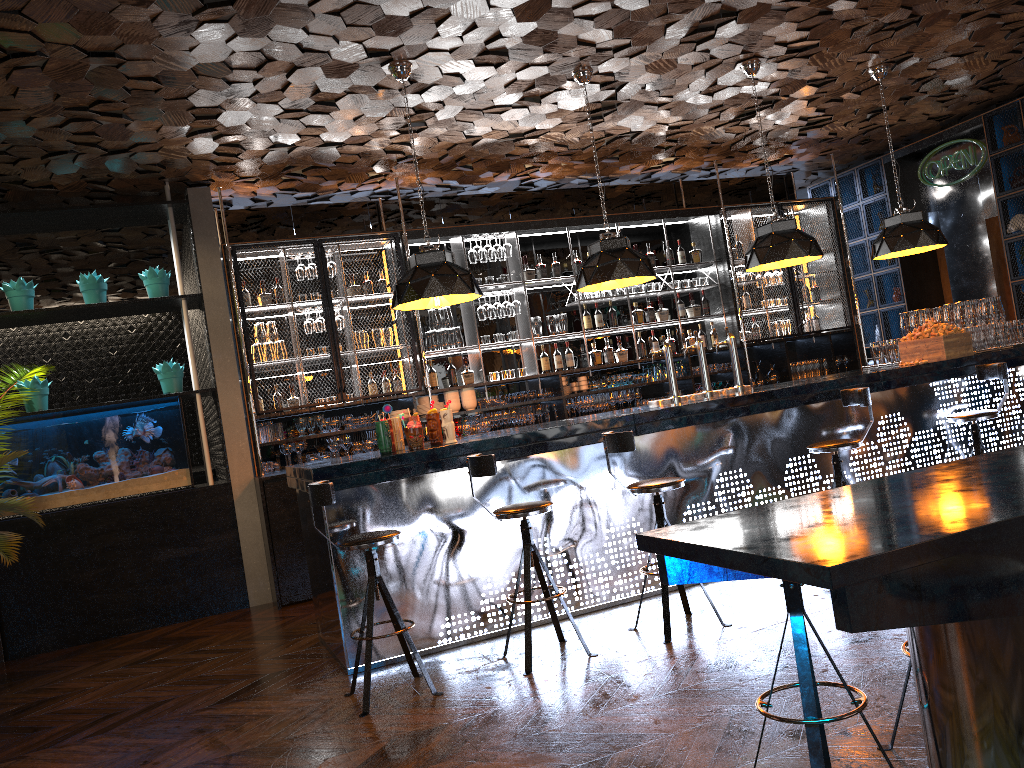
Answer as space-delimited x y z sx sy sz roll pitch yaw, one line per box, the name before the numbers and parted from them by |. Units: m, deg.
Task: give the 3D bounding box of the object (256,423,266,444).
object | -2.171 0.425 7.674 0.067 0.174 0.067 -9 -1 -13

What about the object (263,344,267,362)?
object | -2.208 -0.276 8.038 0.092 0.182 0.092 -8 -1 -26

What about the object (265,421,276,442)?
object | -2.102 0.415 7.714 0.067 0.174 0.067 -9 -1 18

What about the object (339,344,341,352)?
object | -1.596 -0.320 8.087 0.077 0.080 0.077 -8 -1 -26

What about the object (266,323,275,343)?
object | -2.186 -0.464 8.051 0.092 0.182 0.092 -8 -1 -26

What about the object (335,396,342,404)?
object | -1.601 0.153 8.163 0.077 0.080 0.077 -10 -1 34

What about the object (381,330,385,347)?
object | -1.185 -0.430 8.394 0.092 0.182 0.092 -8 -1 -26

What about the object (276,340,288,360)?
object | -2.071 -0.299 7.978 0.092 0.182 0.092 -8 -1 -26

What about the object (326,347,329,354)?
object | -1.709 -0.300 8.204 0.077 0.080 0.077 -10 -1 33

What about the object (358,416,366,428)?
object | -1.353 0.341 7.981 0.078 0.103 0.078 -9 -1 21

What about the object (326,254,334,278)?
object | -1.710 -1.101 8.269 0.081 0.213 0.081 -9 -1 -16

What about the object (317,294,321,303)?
object | -1.802 -0.787 8.232 0.077 0.080 0.077 -10 -1 34

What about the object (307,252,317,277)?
object | -1.821 -1.088 8.071 0.081 0.213 0.081 -9 -1 -16

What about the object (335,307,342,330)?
object | -1.632 -0.607 8.260 0.081 0.213 0.081 -9 -1 -16

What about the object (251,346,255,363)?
object | -2.309 -0.261 8.005 0.092 0.182 0.092 -8 -1 -26

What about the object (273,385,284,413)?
object | -2.094 0.134 7.931 0.075 0.260 0.075 -9 -1 12

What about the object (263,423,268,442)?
object | -2.136 0.421 7.783 0.067 0.174 0.067 -9 -1 4

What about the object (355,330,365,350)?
object | -1.401 -0.400 8.205 0.092 0.182 0.092 -8 -1 -26

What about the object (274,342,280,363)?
object | -2.117 -0.290 8.064 0.092 0.182 0.092 -8 -1 -26

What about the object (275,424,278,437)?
object | -2.053 0.421 7.841 0.051 0.152 0.058 -10 -1 30

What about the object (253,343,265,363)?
object | -2.263 -0.270 7.913 0.092 0.182 0.092 -8 -1 -26

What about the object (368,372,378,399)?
object | -1.304 0.018 8.272 0.075 0.261 0.075 -9 -1 27

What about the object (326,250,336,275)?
object | -1.658 -1.112 8.135 0.081 0.213 0.081 -9 -1 -16

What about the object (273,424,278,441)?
object | -2.107 0.431 7.947 0.051 0.152 0.058 -9 -1 3

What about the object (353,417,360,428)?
object | -1.405 0.350 8.051 0.078 0.103 0.078 -9 -1 21

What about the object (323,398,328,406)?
object | -1.733 0.174 8.191 0.077 0.080 0.077 -9 -1 18

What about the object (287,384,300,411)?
object | -1.970 0.125 7.990 0.108 0.244 0.108 -9 -1 -8

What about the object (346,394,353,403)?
object | -1.497 0.136 8.146 0.077 0.080 0.077 -8 -1 -33

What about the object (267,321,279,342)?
object | -2.154 -0.470 7.978 0.092 0.182 0.092 -8 -1 -26

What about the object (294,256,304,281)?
object | -1.961 -1.064 8.170 0.081 0.213 0.081 -9 -1 -16

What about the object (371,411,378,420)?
object | -1.279 0.320 8.293 0.074 0.131 0.074 -9 -1 -9

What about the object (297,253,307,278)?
object | -1.910 -1.075 8.036 0.081 0.213 0.081 -9 -1 -16

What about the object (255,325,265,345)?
object | -2.284 -0.449 8.023 0.092 0.182 0.092 -8 -1 -26

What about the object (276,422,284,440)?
object | -2.018 0.413 7.726 0.051 0.152 0.058 -9 -1 -16

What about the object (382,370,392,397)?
object | -1.186 -0.001 8.343 0.075 0.260 0.075 -9 -1 27

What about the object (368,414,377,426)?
object | -1.259 0.328 8.010 0.078 0.099 0.078 -10 -1 36

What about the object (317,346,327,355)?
object | -1.730 -0.299 8.091 0.077 0.080 0.077 -8 -2 -43

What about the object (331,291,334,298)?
object | -1.673 -0.810 8.122 0.077 0.080 0.077 -9 -1 14

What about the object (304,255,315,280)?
object | -1.873 -1.077 8.205 0.081 0.213 0.081 -9 -1 -16

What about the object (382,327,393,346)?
object | -1.161 -0.436 8.303 0.092 0.182 0.092 -8 -1 -26

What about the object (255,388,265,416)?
object | -2.258 0.160 7.895 0.075 0.261 0.075 -9 -1 27

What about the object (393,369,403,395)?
object | -1.083 -0.016 8.361 0.075 0.260 0.075 -9 -1 27

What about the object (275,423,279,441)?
object | -2.035 0.417 7.783 0.058 0.152 0.051 -9 -1 -17

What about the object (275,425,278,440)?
object | -2.072 0.425 7.897 0.051 0.152 0.058 -9 -1 5

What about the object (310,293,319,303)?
object | -1.804 -0.789 8.117 0.077 0.080 0.077 -9 -1 14

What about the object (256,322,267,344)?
object | -2.245 -0.457 7.934 0.092 0.182 0.092 -8 -1 -26

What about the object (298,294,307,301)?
object | -1.908 -0.773 8.097 0.077 0.080 0.077 -8 -1 -31

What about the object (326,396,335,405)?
object | -1.642 0.157 8.056 0.077 0.080 0.077 -8 -1 -36

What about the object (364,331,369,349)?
object | -1.386 -0.400 8.318 0.092 0.182 0.092 -8 -1 -26

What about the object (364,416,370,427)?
object | -1.321 0.339 8.083 0.078 0.099 0.078 -10 -1 36

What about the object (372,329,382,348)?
object | -1.255 -0.421 8.288 0.092 0.182 0.092 -8 -1 -26

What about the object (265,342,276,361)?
object | -2.168 -0.284 7.951 0.092 0.182 0.092 -8 -1 -26

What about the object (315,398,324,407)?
object | -1.742 0.173 8.028 0.077 0.080 0.077 -9 -1 18

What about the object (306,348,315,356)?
object | -1.836 -0.282 8.090 0.077 0.080 0.077 -9 -1 -10

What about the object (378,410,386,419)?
object | -1.189 0.303 8.139 0.074 0.131 0.074 -9 -1 -9
